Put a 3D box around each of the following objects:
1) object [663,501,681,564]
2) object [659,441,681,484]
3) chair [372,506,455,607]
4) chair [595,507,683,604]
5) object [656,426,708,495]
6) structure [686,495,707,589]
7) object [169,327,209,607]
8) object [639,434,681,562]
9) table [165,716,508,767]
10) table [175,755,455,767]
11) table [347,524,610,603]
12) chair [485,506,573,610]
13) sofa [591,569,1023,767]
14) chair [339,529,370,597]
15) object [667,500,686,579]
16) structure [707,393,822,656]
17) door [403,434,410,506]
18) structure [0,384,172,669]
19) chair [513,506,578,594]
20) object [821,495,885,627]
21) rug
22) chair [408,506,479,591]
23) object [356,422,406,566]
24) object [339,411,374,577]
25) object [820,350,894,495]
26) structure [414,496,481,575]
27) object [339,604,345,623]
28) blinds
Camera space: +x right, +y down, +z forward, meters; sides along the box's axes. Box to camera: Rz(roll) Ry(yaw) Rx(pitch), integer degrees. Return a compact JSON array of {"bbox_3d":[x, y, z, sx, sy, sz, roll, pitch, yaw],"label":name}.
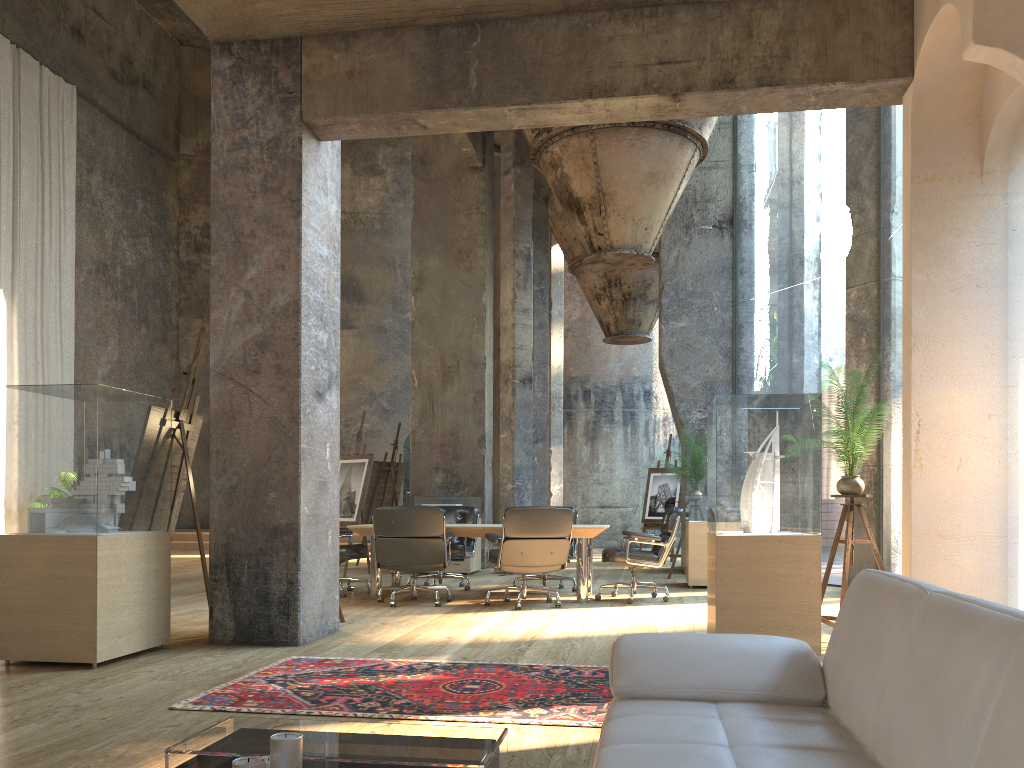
[{"bbox_3d":[2.655,2.268,13.351,0.658,0.969,0.573,0,-2,3],"label":"object"},{"bbox_3d":[2.606,1.325,13.388,0.688,0.936,0.863,-1,-4,30],"label":"object"},{"bbox_3d":[-0.882,1.546,7.952,0.729,0.889,0.826,0,-4,3],"label":"chair"},{"bbox_3d":[1.196,1.609,8.356,0.821,0.889,0.734,0,-3,3],"label":"chair"},{"bbox_3d":[2.209,0.987,10.960,0.859,0.936,0.691,-1,-3,12],"label":"object"},{"bbox_3d":[2.332,1.756,9.834,0.735,1.011,0.747,0,-3,9],"label":"structure"},{"bbox_3d":[-2.359,0.678,6.044,0.684,2.139,0.703,0,-1,8],"label":"object"},{"bbox_3d":[2.538,1.874,14.538,0.702,2.139,0.686,-1,-1,38],"label":"object"},{"bbox_3d":[-0.464,1.104,2.434,0.859,0.245,0.372,-1,-6,9],"label":"table"},{"bbox_3d":[-0.521,1.074,2.069,0.790,0.201,1.118,-1,-8,9],"label":"table"},{"bbox_3d":[-0.276,1.731,8.587,2.410,0.697,1.112,-1,-6,9],"label":"table"},{"bbox_3d":[0.122,1.532,7.827,0.730,0.889,0.826,1,-4,-17],"label":"chair"},{"bbox_3d":[-0.022,0.714,1.350,2.064,0.718,2.950,-1,-8,9],"label":"sofa"},{"bbox_3d":[-1.810,1.666,8.837,0.821,0.889,0.734,0,-3,5],"label":"chair"},{"bbox_3d":[2.348,1.920,10.854,0.572,0.969,0.660,-2,-3,45],"label":"object"},{"bbox_3d":[1.543,0.881,5.463,0.594,1.542,0.746,0,-2,9],"label":"structure"},{"bbox_3d":[-2.146,2.193,20.076,0.904,2.288,0.091,1,-1,-33],"label":"door"},{"bbox_3d":[-2.476,0.826,5.158,0.594,1.542,0.746,0,-2,9],"label":"structure"},{"bbox_3d":[0.347,1.732,9.261,0.729,0.889,0.826,0,-4,10],"label":"chair"},{"bbox_3d":[2.183,1.223,5.842,0.659,0.969,0.573,2,-3,-27],"label":"object"},{"bbox_3d":[-0.189,1.476,4.286,2.462,0.009,1.356,-1,-8,9],"label":"rug"},{"bbox_3d":[-0.756,1.752,9.433,0.730,0.889,0.826,-1,-4,16],"label":"chair"},{"bbox_3d":[-1.852,1.649,13.019,0.685,2.139,0.703,0,-1,35],"label":"object"},{"bbox_3d":[-2.037,1.386,11.135,0.702,2.139,0.685,-1,-1,41],"label":"object"},{"bbox_3d":[2.248,0.275,5.842,0.688,0.936,0.864,0,-4,0],"label":"object"},{"bbox_3d":[-0.843,1.999,11.655,0.743,1.011,0.739,0,-3,9],"label":"structure"},{"bbox_3d":[-1.543,1.181,6.725,0.571,1.292,0.661,0,-2,9],"label":"object"},{"bbox_3d":[-8.759,-1.774,12.602,0.275,8.608,7.875,0,-4,10],"label":"blinds"}]
